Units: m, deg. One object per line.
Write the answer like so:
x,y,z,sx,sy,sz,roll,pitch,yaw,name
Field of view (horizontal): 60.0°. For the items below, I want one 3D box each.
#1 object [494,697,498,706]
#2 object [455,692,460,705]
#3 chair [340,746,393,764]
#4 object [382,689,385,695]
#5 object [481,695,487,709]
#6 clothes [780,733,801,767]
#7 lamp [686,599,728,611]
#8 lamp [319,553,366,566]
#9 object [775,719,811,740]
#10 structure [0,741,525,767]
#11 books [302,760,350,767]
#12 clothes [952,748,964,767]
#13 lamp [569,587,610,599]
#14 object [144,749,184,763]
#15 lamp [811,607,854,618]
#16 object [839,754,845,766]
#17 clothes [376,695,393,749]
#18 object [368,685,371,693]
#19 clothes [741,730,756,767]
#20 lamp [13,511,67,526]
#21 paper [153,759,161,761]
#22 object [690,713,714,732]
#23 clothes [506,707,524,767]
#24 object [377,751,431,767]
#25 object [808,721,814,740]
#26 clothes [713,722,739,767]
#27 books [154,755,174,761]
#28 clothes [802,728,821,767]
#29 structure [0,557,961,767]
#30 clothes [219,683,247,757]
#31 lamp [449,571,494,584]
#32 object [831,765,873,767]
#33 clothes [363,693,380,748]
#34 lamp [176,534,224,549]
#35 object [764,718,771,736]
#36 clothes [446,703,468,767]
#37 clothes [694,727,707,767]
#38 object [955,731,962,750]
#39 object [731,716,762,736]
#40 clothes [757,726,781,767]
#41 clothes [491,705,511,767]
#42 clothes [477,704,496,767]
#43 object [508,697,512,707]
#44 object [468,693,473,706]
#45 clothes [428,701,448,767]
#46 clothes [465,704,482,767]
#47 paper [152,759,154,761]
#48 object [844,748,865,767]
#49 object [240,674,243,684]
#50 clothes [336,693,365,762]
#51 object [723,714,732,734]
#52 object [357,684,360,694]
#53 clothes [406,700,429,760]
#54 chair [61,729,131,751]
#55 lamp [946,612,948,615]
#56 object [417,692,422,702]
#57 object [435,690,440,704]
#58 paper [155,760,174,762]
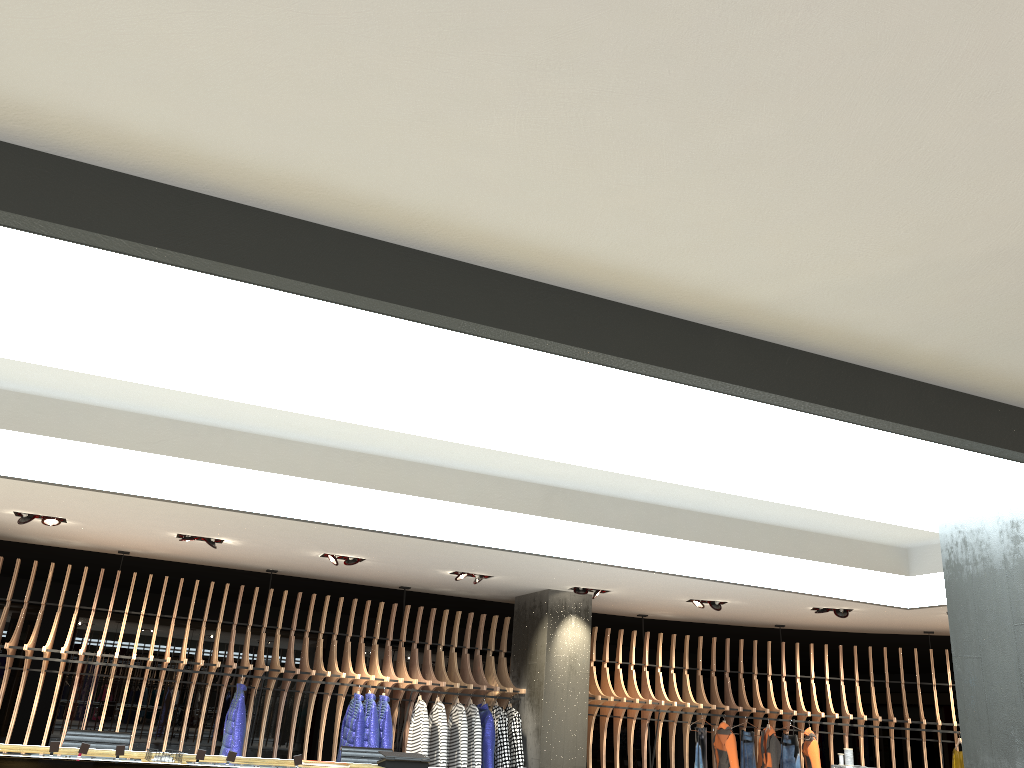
-0.194,4.163,11.354,0.012,0.318,0.514,13,-22,-20,object
-0.685,4.046,11.173,0.012,0.314,0.515,13,-22,-20,object
-1.164,3.488,7.336,0.691,0.864,0.665,19,-25,-33,chair
-1.578,3.846,10.877,0.012,0.272,0.523,13,-22,-20,object
-0.359,4.121,11.359,0.012,0.272,0.523,13,-22,-20,object
3.727,5.398,11.754,0.308,1.430,0.199,-13,-27,37,clothes
2.542,2.807,11.575,0.492,0.298,0.268,5,-21,-2,lamp
-1.958,1.976,10.297,0.492,0.287,0.268,12,-22,-20,lamp
3.786,4.679,12.032,0.548,0.244,0.023,-15,-29,41,object
-3.989,2.605,5.550,10.438,0.849,1.157,12,-22,-20,structure
-1.414,2.864,6.687,0.365,0.026,0.212,12,-22,-20,books
5.739,5.166,11.233,0.168,1.051,0.661,1,-22,9,clothes
0.991,2.593,11.325,0.492,0.294,0.268,10,-22,-14,lamp
-2.325,2.487,5.924,0.209,0.072,0.301,15,-23,-25,object
4.120,2.870,11.431,0.492,0.295,0.268,0,-21,10,lamp
3.304,3.768,8.898,0.062,0.109,0.062,-10,-25,32,object
-1.650,4.402,10.679,0.245,1.246,0.881,14,-23,-23,clothes
-1.736,3.813,10.799,0.012,0.293,0.521,13,-22,-20,object
3.134,5.368,11.793,0.308,1.430,0.199,16,-24,-27,clothes
-4.888,1.346,9.213,0.492,0.294,0.268,12,-22,-20,lamp
-2.327,2.509,5.917,0.130,0.004,0.175,10,-21,-14,paper
2.590,4.606,12.078,0.547,0.244,0.023,21,-27,-37,object
0.002,4.683,11.128,0.191,1.192,0.795,12,-23,-20,clothes
-0.871,3.024,7.121,0.372,0.112,0.260,12,-22,-20,object
4.026,4.695,11.994,0.012,0.272,0.522,1,-21,8,object
2.883,5.034,11.964,0.201,0.886,0.835,7,-21,-6,clothes
-2.327,2.496,5.915,0.109,0.025,0.154,14,-23,-25,books
4.017,5.080,11.861,0.201,0.886,0.834,1,-21,8,clothes
-6.892,0.203,2.257,36.510,2.454,14.813,12,-22,-20,structure
-3.223,4.063,10.098,0.245,1.246,0.881,14,-23,-23,clothes
-0.494,2.295,10.837,0.492,0.293,0.268,12,-22,-20,lamp
3.447,3.938,8.825,0.497,0.241,0.301,12,-22,-19,object
-1.783,4.341,10.551,0.249,1.253,0.880,14,-23,-23,clothes
-3.423,1.663,9.754,0.492,0.296,0.268,12,-22,-20,lamp
3.488,4.680,12.055,0.012,0.272,0.522,5,-21,-1,object
-0.667,4.488,10.907,0.128,1.068,0.749,13,-23,-22,clothes
2.541,5.325,11.799,0.200,1.430,0.308,-16,-29,42,clothes
5.790,4.629,11.459,0.012,0.272,0.522,1,-21,8,object
3.194,4.651,12.078,0.548,0.244,0.023,14,-23,-23,object
3.443,5.050,11.887,0.201,0.886,0.834,5,-21,-1,clothes
-0.167,4.643,11.057,0.191,1.194,0.803,12,-23,-19,clothes
-0.370,4.668,11.123,0.245,1.246,0.881,14,-23,-23,clothes
-0.023,4.200,11.422,0.012,0.314,0.515,13,-22,-20,object
-0.521,4.082,11.234,0.012,0.314,0.515,13,-22,-20,object
-0.908,4.436,10.818,0.128,1.068,0.749,13,-23,-22,clothes
-0.503,4.524,10.967,0.128,1.068,0.749,13,-23,-22,clothes
-2.336,2.516,5.926,0.130,0.003,0.176,13,-22,-21,paper
3.424,3.749,8.839,0.088,0.205,0.261,13,-23,-21,object
-3.150,3.506,10.297,0.012,0.272,0.523,13,-22,-20,object
-1.975,4.369,10.636,0.242,1.268,0.876,14,-23,-23,clothes
2.897,4.646,12.093,0.012,0.272,0.522,7,-21,-6,object
-1.879,3.800,10.779,0.012,0.294,0.521,13,-22,-20,object
-1.125,4.390,10.738,0.128,1.068,0.749,13,-23,-22,clothes
-3.190,3.047,6.578,0.692,0.864,0.665,14,-23,-24,chair
5.617,2.787,10.906,0.492,0.299,0.268,-7,-24,26,lamp
-1.143,3.947,11.004,0.012,0.314,0.515,13,-22,-20,object
-0.926,3.994,11.084,0.012,0.314,0.515,13,-22,-20,object
-2.327,2.511,5.916,0.130,0.004,0.175,11,-22,-18,paper
